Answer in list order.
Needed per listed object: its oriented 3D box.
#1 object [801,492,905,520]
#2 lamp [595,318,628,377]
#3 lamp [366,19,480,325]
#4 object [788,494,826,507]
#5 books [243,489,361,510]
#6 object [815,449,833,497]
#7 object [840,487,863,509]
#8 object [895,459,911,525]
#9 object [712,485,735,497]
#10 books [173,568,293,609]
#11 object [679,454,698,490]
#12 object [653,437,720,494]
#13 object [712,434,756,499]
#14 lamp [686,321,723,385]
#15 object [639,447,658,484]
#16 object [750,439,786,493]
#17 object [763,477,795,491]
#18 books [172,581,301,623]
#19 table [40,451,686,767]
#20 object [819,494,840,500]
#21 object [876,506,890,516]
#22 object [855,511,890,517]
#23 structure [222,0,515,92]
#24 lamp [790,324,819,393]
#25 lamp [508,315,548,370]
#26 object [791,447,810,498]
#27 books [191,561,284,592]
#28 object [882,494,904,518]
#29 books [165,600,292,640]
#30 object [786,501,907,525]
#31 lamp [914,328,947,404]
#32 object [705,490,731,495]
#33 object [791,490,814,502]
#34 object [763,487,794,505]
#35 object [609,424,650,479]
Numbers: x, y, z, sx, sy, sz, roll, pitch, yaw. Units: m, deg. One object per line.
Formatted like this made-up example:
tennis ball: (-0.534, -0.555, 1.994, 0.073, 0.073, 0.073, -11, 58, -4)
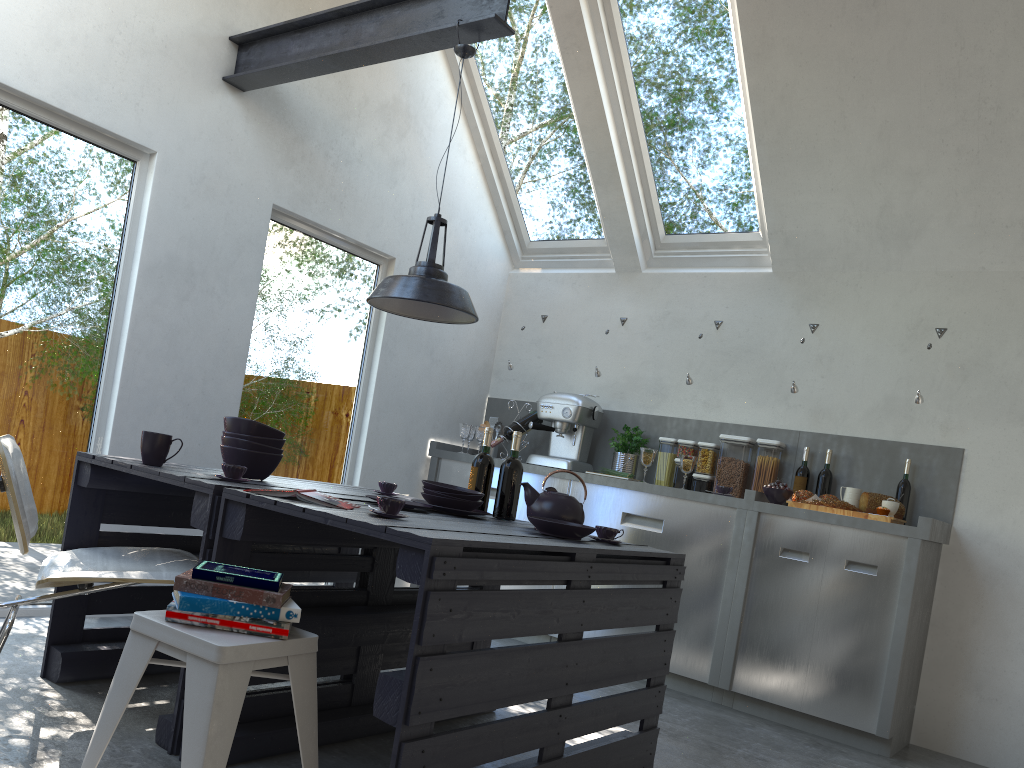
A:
object: (1.647, 0.564, 4.243, 0.462, 0.112, 0.125, 9, -3, 9)
lamp: (0.610, -0.232, 5.380, 0.061, 0.435, 0.325, 10, -2, 25)
lamp: (-0.250, -0.811, 3.296, 0.454, 1.096, 0.408, 9, -1, 37)
object: (1.516, 0.583, 4.396, 0.192, 0.059, 0.206, 13, -6, -33)
books: (-0.609, 0.325, 2.574, 0.308, 0.030, 0.221, 9, -6, 5)
object: (1.647, 0.516, 4.610, 0.076, 0.344, 0.068, 10, 0, 40)
object: (1.680, 0.574, 4.332, 0.086, 0.119, 0.085, 11, -2, -32)
object: (1.956, 0.545, 4.373, 0.065, 0.344, 0.059, 10, 0, 40)
object: (1.105, 0.559, 4.559, 0.110, 0.056, 0.122, 14, -6, -38)
books: (-0.670, 0.493, 2.122, 0.254, 0.032, 0.176, 10, -6, -1)
object: (0.955, 0.488, 4.806, 0.103, 0.192, 0.094, 9, -1, 25)
object: (1.007, 0.476, 5.069, 0.359, 0.294, 0.101, 7, -2, 37)
object: (1.242, 0.472, 4.912, 0.184, 0.354, 0.121, 9, -1, 36)
lamp: (1.090, -0.186, 5.007, 0.063, 0.437, 0.316, 10, -2, 36)
object: (0.737, 0.450, 4.807, 0.098, 0.192, 0.099, 10, -1, -4)
object: (1.394, 0.487, 4.798, 0.134, 0.354, 0.121, 9, -1, 36)
object: (1.333, 0.516, 4.372, 0.166, 0.095, 0.136, 8, -4, 23)
books: (-0.671, 0.526, 2.119, 0.275, 0.033, 0.205, 12, -6, -21)
table: (-0.499, 0.812, 3.087, 1.689, 0.795, 1.433, 6, -6, 37)
object: (1.595, 0.592, 4.403, 0.117, 0.077, 0.121, 11, -4, -10)
object: (1.729, 0.593, 4.076, 0.061, 0.046, 0.057, 8, -4, 22)
object: (1.673, 0.606, 4.077, 0.020, 0.003, 0.203, 13, -7, -30)
structure: (-1.061, -1.506, 3.995, 2.660, 0.208, 0.129, 5, -4, 37)
lamp: (1.559, -0.142, 4.652, 0.061, 0.435, 0.325, 10, -2, 25)
lamp: (0.098, -0.280, 5.768, 0.063, 0.437, 0.316, 10, -2, 36)
object: (1.553, 0.507, 4.683, 0.076, 0.344, 0.069, 10, 0, 30)
books: (-0.661, 0.466, 2.121, 0.203, 0.025, 0.146, 11, -6, -6)
object: (1.779, 0.568, 4.112, 0.072, 0.121, 0.074, 10, -2, -8)
books: (-0.676, 0.560, 2.119, 0.282, 0.035, 0.200, 11, -6, -6)
object: (1.618, 0.629, 4.242, 0.496, 0.028, 0.293, 5, -7, 37)
lamp: (2.039, -0.097, 4.279, 0.063, 0.437, 0.316, 10, -2, 36)
object: (1.071, 0.568, 4.535, 0.135, 0.013, 0.027, 9, -5, 13)
object: (1.477, 0.573, 4.415, 0.117, 0.076, 0.121, 11, -4, -10)
object: (1.325, 0.565, 4.373, 0.146, 0.079, 0.148, 10, -5, -5)
object: (0.683, 0.410, 5.231, 0.244, 0.341, 0.255, 10, -2, -11)
